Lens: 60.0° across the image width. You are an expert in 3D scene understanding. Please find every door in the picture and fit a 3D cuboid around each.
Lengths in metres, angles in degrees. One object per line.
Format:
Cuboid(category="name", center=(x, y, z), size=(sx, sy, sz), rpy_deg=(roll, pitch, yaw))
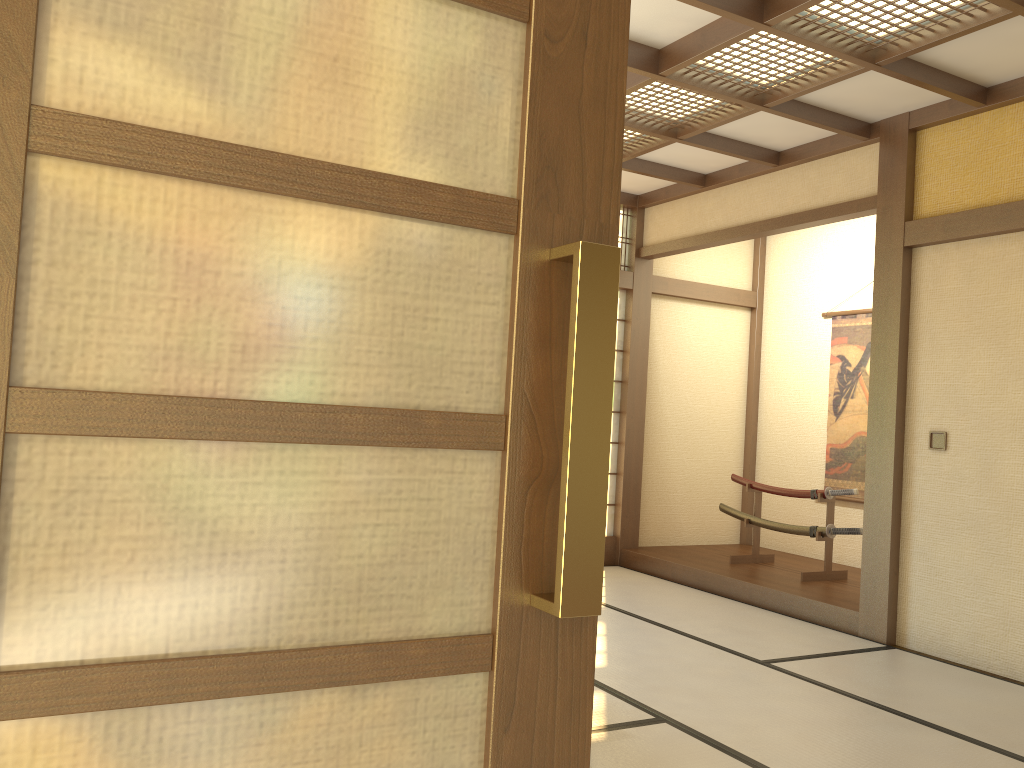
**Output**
Cuboid(category="door", center=(-0.447, 0.006, 0.471), size=(1.230, 2.265, 0.076), rpy_deg=(4, -2, -29))

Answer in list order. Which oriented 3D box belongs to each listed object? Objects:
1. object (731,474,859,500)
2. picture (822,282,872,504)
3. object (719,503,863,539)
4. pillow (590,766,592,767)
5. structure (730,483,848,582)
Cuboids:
Cuboid(category="object", center=(2.015, 0.757, 6.409), size=(0.086, 0.121, 1.186), rpy_deg=(4, -2, -28))
Cuboid(category="picture", center=(2.740, 0.057, 6.817), size=(0.038, 1.725, 0.952), rpy_deg=(4, -2, -29))
Cuboid(category="object", center=(1.990, 1.009, 6.421), size=(0.100, 0.144, 1.369), rpy_deg=(4, -2, -28))
Cuboid(category="pillow", center=(0.003, 1.209, 2.789), size=(0.486, 0.107, 0.496), rpy_deg=(4, -2, -25))
Cuboid(category="structure", center=(2.015, 1.061, 6.458), size=(0.446, 0.604, 0.712), rpy_deg=(4, -2, -29))
